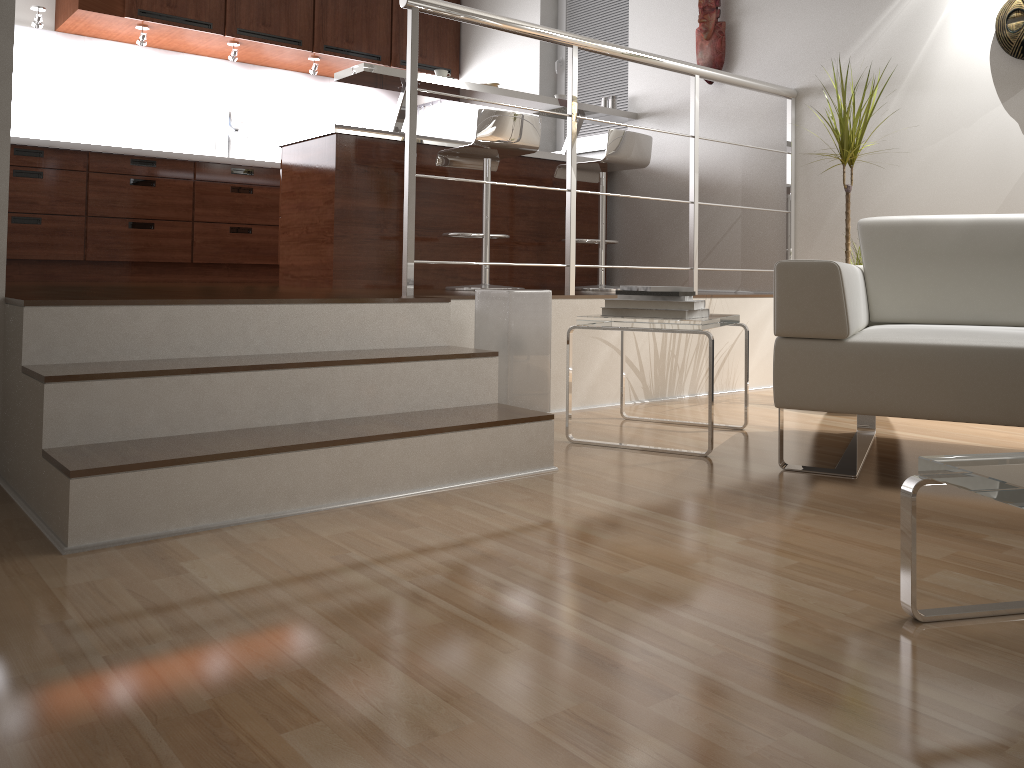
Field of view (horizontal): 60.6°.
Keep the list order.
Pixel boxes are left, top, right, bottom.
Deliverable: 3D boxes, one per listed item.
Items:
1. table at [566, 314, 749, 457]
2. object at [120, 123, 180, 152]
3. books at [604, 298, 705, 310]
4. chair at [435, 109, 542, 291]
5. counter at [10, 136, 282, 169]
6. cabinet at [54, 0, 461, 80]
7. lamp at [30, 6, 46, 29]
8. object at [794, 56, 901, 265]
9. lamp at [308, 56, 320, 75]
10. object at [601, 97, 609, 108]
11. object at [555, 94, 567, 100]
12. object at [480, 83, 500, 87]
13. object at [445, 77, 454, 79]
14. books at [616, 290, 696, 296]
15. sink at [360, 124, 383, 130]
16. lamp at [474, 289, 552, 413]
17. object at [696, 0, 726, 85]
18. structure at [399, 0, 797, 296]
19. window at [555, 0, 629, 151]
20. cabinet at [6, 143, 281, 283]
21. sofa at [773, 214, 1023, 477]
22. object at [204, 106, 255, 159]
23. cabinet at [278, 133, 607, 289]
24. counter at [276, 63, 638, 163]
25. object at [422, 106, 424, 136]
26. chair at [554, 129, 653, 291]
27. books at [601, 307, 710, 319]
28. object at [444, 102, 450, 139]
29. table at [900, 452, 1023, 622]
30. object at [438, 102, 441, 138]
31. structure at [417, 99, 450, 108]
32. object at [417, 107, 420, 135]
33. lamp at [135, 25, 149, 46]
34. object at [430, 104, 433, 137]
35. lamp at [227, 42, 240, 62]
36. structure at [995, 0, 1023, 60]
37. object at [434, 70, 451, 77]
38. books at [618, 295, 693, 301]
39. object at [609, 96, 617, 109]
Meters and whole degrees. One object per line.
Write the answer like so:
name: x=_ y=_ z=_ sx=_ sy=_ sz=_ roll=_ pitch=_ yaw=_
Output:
table: x=0.501 y=-0.029 z=2.927 sx=0.465 sy=0.400 sz=0.552 roll=2 pitch=4 yaw=26
object: x=-2.409 y=-1.607 z=5.832 sx=0.370 sy=0.241 sz=0.156 roll=-3 pitch=3 yaw=-38
books: x=0.467 y=-0.261 z=2.850 sx=0.288 sy=0.027 sz=0.228 roll=3 pitch=7 yaw=21
chair: x=-0.117 y=-0.882 z=4.285 sx=0.388 sy=0.850 sz=0.426 roll=1 pitch=0 yaw=-35
counter: x=-2.513 y=-1.422 z=5.463 sx=2.104 sy=0.040 sz=0.684 roll=-5 pitch=9 yaw=-39
cabinet: x=-1.655 y=-2.624 z=6.198 sx=2.720 sy=0.636 sz=0.652 roll=-4 pitch=5 yaw=-39
lamp: x=-2.752 y=-2.123 z=5.081 sx=0.080 sy=0.124 sz=0.080 roll=1 pitch=1 yaw=1
object: x=1.388 y=-0.637 z=3.628 sx=0.501 sy=1.477 sz=0.439 roll=1 pitch=-1 yaw=-26
lamp: x=-1.396 y=-2.238 z=6.171 sx=0.080 sy=0.124 sz=0.080 roll=1 pitch=1 yaw=1
object: x=0.577 y=-1.712 z=5.407 sx=0.052 sy=0.109 sz=0.052 roll=1 pitch=0 yaw=35
object: x=0.285 y=-1.647 z=5.068 sx=0.079 sy=0.046 sz=0.067 roll=1 pitch=4 yaw=-2
object: x=-0.118 y=-1.623 z=4.810 sx=0.140 sy=0.041 sz=0.130 roll=-4 pitch=8 yaw=-37
object: x=-0.375 y=-1.563 z=4.493 sx=0.130 sy=0.008 sz=0.141 roll=-4 pitch=9 yaw=-36
books: x=0.468 y=-0.296 z=2.851 sx=0.217 sy=0.014 sz=0.152 roll=5 pitch=8 yaw=31
sink: x=-0.913 y=-1.699 z=6.769 sx=0.672 sy=0.580 sz=0.602 roll=-2 pitch=4 yaw=-39
lamp: x=0.003 y=-0.081 z=2.969 sx=0.192 sy=0.482 sz=0.199 roll=1 pitch=-1 yaw=-39
object: x=1.098 y=-2.046 z=4.843 sx=0.151 sy=0.791 sz=0.150 roll=1 pitch=-2 yaw=6
structure: x=0.521 y=-0.905 z=3.731 sx=2.325 sy=1.052 sz=0.057 roll=-4 pitch=1 yaw=-39
window: x=0.577 y=-2.173 z=5.820 sx=0.142 sy=1.269 sz=0.844 roll=2 pitch=0 yaw=-39
cabinet: x=-1.973 y=-1.085 z=5.887 sx=3.506 sy=0.799 sz=0.682 roll=-4 pitch=5 yaw=-39
sofa: x=1.677 y=-0.107 z=2.321 sx=1.785 sy=0.740 sz=0.908 roll=4 pitch=4 yaw=26
object: x=-1.961 y=-1.719 z=6.134 sx=0.329 sy=0.406 sz=0.163 roll=0 pitch=0 yaw=-39
cabinet: x=-0.336 y=-0.931 z=5.045 sx=1.849 sy=0.751 sz=0.635 roll=-4 pitch=4 yaw=-39
counter: x=-0.196 y=-1.468 z=5.077 sx=2.104 sy=0.318 sz=0.842 roll=-5 pitch=8 yaw=-39
object: x=-0.725 y=-2.065 z=7.091 sx=0.008 sy=0.378 sz=0.033 roll=3 pitch=-3 yaw=-39
chair: x=0.503 y=-0.934 z=4.783 sx=0.386 sy=0.850 sz=0.426 roll=1 pitch=0 yaw=-43
books: x=0.467 y=-0.234 z=2.849 sx=0.288 sy=0.027 sz=0.228 roll=5 pitch=8 yaw=30
object: x=-0.508 y=-2.025 z=6.809 sx=0.024 sy=0.383 sz=0.071 roll=2 pitch=-2 yaw=-39
table: x=1.079 y=0.278 z=1.130 sx=0.794 sy=0.249 sz=0.705 roll=-1 pitch=6 yaw=-14
object: x=-0.568 y=-2.048 z=6.919 sx=0.043 sy=0.366 sz=0.091 roll=2 pitch=-2 yaw=-39
structure: x=-0.611 y=-2.246 z=7.002 sx=0.048 sy=0.034 sz=0.600 roll=-2 pitch=8 yaw=-39
object: x=-0.778 y=-2.069 z=7.136 sx=0.033 sy=0.383 sz=0.065 roll=2 pitch=-2 yaw=-39
lamp: x=-2.300 y=-2.161 z=5.444 sx=0.080 sy=0.124 sz=0.080 roll=1 pitch=1 yaw=1
object: x=-0.654 y=-2.052 z=6.994 sx=0.020 sy=0.379 sz=0.106 roll=2 pitch=-2 yaw=-39
lamp: x=-1.848 y=-2.199 z=5.808 sx=0.080 sy=0.124 sz=0.080 roll=1 pitch=1 yaw=1
structure: x=2.120 y=-1.476 z=3.559 sx=0.069 sy=0.316 sz=0.318 roll=2 pitch=1 yaw=-39
object: x=-0.360 y=-1.586 z=4.500 sx=0.079 sy=0.046 sz=0.067 roll=1 pitch=4 yaw=5
books: x=0.468 y=-0.282 z=2.850 sx=0.217 sy=0.014 sz=0.152 roll=4 pitch=7 yaw=21
object: x=0.619 y=-1.708 z=5.366 sx=0.052 sy=0.112 sz=0.052 roll=1 pitch=0 yaw=35
